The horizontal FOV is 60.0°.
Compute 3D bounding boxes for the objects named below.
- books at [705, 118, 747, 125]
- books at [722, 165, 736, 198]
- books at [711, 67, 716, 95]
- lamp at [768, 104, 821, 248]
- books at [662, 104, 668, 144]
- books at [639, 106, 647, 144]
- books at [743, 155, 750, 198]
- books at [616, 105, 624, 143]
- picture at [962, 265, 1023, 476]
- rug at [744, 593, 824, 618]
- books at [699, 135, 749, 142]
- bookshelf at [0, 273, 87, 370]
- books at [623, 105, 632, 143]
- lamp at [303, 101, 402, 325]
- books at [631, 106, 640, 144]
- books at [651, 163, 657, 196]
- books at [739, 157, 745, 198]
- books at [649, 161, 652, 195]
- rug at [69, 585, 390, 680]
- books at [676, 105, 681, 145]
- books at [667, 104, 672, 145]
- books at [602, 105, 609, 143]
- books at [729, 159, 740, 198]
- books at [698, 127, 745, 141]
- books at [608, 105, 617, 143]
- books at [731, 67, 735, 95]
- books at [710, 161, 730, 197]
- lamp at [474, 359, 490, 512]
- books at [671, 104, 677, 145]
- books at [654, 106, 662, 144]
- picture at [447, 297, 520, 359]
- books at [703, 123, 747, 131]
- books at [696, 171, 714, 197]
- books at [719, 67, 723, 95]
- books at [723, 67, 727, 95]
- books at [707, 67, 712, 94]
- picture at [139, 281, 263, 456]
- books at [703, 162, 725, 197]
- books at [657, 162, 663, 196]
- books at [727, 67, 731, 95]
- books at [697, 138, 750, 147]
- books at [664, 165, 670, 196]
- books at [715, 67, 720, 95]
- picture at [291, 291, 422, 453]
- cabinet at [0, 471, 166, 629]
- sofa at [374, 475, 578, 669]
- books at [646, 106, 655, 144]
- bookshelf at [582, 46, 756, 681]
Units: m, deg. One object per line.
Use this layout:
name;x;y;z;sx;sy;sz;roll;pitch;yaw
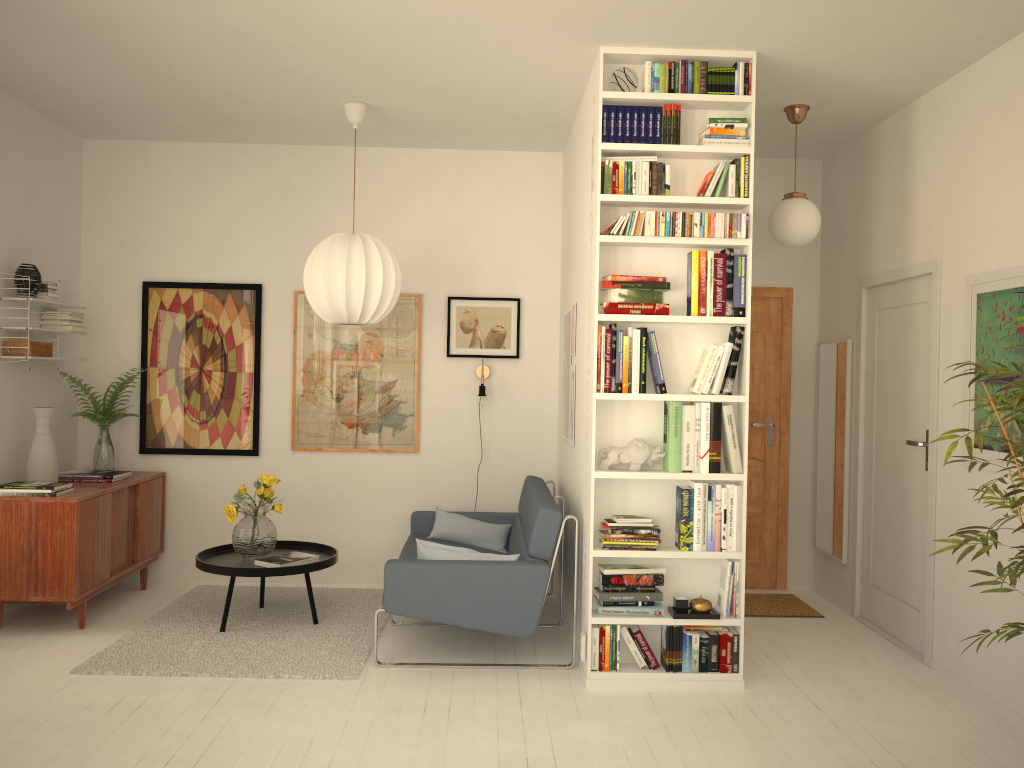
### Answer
books;0.989;-1.198;4.131;0.169;0.032;0.188;1;1;3
books;0.999;-0.922;4.133;0.030;0.153;0.200;1;0;-2
books;0.915;-1.378;4.103;0.017;0.130;0.150;1;0;-2
lamp;1.546;-1.126;4.839;0.275;0.767;0.275;1;0;-7
books;0.694;-1.180;4.141;0.020;0.191;0.205;1;0;-2
books;0.594;-1.176;4.127;0.034;0.179;0.188;1;0;-2
books;1.065;-0.945;4.137;0.022;0.198;0.212;1;0;-2
books;0.489;-1.178;4.124;0.034;0.179;0.188;1;0;-2
picture;2.116;-0.056;3.707;0.012;0.877;0.822;1;0;-2
rug;1.387;1.380;5.544;0.941;0.002;0.553;1;1;-2
books;0.974;-1.125;4.138;0.200;0.018;0.208;1;1;-2
bookshelf;-2.727;-0.362;5.181;0.184;0.565;0.695;1;0;-2
books;0.524;-1.178;4.125;0.034;0.179;0.188;1;0;-2
lamp;-0.883;-0.947;4.954;0.536;1.229;0.536;1;0;32
books;0.559;-1.177;4.126;0.034;0.179;0.188;1;0;-2
books;0.644;-0.929;4.132;0.024;0.155;0.206;1;0;-2
books;1.046;-0.939;4.139;0.014;0.188;0.218;1;0;-2
books;0.626;-0.932;4.112;0.013;0.159;0.176;1;0;-2
rug;-1.367;1.325;4.888;1.304;0.012;1.661;1;1;0
books;0.755;-1.179;4.143;0.020;0.191;0.205;1;0;-2
books;0.714;-1.179;4.139;0.020;0.191;0.205;1;0;-2
books;0.419;-1.180;4.122;0.034;0.179;0.188;1;0;-2
books;1.027;-0.940;4.151;0.022;0.187;0.186;1;0;-2
books;0.962;-1.150;4.136;0.173;0.030;0.199;1;1;-12
books;0.454;-1.179;4.123;0.034;0.179;0.188;1;0;-2
books;1.003;-1.376;4.105;0.017;0.130;0.150;1;0;-2
books;0.955;-0.932;4.136;0.065;0.168;0.228;1;0;-2
lamp;-0.339;0.539;5.827;0.360;1.416;0.112;1;0;-2
books;0.735;-1.179;4.131;0.020;0.191;0.205;1;0;-2
books;0.664;-1.175;4.129;0.034;0.179;0.188;1;0;-2
picture;-0.189;-0.374;5.892;0.481;0.402;0.015;1;0;-2
books;0.980;-1.173;4.115;0.179;0.016;0.208;1;1;3
books;0.887;-0.914;4.159;0.073;0.129;0.200;1;0;-2
books;0.950;-1.377;4.104;0.017;0.130;0.150;1;0;-2
books;0.967;-1.377;4.104;0.017;0.130;0.150;1;0;-2
books;0.897;-1.378;4.102;0.017;0.130;0.150;1;0;-2
picture;-2.047;-0.099;5.836;0.778;1.134;0.018;1;0;-2
books;0.921;-0.930;4.148;0.092;0.165;0.222;1;0;-2
books;0.669;-0.927;4.100;0.023;0.153;0.176;1;0;-2
books;0.985;-1.376;4.105;0.017;0.130;0.150;1;0;-2
books;0.972;-1.097;4.140;0.214;0.038;0.222;1;1;-2
books;0.706;-0.922;4.120;0.020;0.145;0.189;1;0;-2
books;0.932;-1.377;4.103;0.017;0.130;0.150;1;0;-2
picture;-1.028;-0.079;5.870;0.838;1.052;0.012;1;0;-2
cabinet;-2.531;0.940;5.180;0.546;0.727;1.262;1;0;-2
sofa;-0.191;0.968;4.959;0.964;0.773;1.603;1;1;-2
books;0.629;-1.176;4.128;0.034;0.179;0.188;1;0;-2
bookshelf;0.720;-0.069;4.139;0.710;2.900;0.249;1;0;-2
